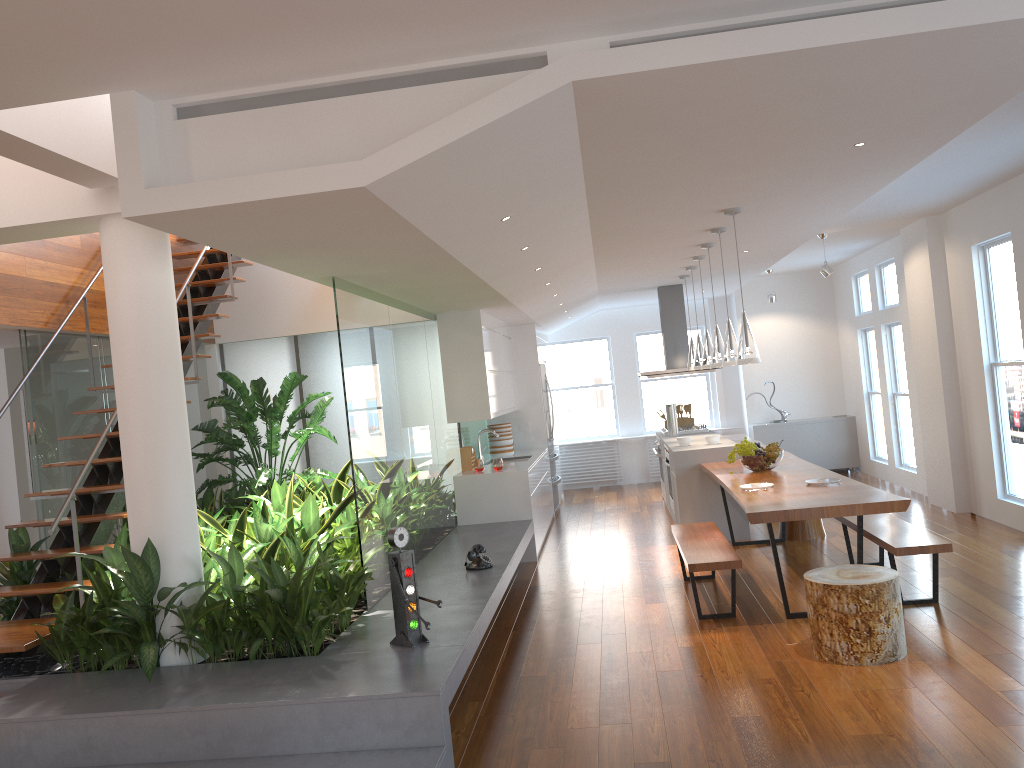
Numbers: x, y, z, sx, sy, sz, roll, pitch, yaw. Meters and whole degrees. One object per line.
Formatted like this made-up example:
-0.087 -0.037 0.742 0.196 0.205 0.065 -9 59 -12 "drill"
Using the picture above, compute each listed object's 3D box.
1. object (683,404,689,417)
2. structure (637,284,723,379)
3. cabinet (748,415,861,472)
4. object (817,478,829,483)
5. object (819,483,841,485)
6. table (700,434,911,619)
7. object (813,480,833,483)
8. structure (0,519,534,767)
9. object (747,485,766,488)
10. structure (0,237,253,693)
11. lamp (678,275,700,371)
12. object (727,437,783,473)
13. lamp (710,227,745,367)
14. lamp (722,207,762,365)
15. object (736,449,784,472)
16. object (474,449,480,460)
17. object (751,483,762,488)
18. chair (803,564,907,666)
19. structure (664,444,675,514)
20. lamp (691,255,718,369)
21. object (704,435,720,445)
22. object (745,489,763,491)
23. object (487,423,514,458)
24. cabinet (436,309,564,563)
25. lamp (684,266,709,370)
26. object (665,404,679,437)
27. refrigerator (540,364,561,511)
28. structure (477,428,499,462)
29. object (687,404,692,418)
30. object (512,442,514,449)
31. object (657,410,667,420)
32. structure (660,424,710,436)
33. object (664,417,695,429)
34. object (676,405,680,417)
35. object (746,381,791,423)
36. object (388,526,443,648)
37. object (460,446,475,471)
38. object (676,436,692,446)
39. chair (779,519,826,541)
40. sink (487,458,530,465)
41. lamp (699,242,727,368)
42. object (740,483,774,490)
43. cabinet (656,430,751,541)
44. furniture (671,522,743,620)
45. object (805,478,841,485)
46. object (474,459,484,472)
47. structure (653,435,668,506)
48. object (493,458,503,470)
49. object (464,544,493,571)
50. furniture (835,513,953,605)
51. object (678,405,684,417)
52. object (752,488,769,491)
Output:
2.107 0.392 10.670 0.068 0.298 0.039 -6 0 6 "object"
1.852 -0.799 10.223 0.909 1.405 0.900 -6 0 6 "structure"
3.869 0.842 11.780 1.309 0.725 0.420 -6 0 6 "cabinet"
2.053 0.640 5.856 0.070 0.030 0.079 -6 0 -40 "object"
2.055 0.645 5.749 0.158 0.017 0.019 -6 0 1 "object"
2.117 1.014 7.901 0.893 0.704 5.996 -6 0 6 "table"
2.054 0.651 5.856 0.124 0.011 0.124 -6 0 -11 "object"
-1.553 1.552 5.862 3.088 0.386 5.584 -6 0 6 "structure"
1.642 0.693 5.949 0.124 0.011 0.124 -6 0 27 "object"
-1.902 -0.504 6.556 2.552 4.265 4.591 -6 0 6 "structure"
1.850 -0.673 9.245 0.160 1.060 0.160 -6 0 33 "lamp"
1.907 0.541 6.914 0.394 0.284 0.292 -6 0 -30 "object"
1.535 -0.659 6.370 0.160 1.060 0.160 -6 0 33 "lamp"
1.457 -0.655 5.652 0.160 1.060 0.160 -6 0 33 "lamp"
1.937 0.601 6.897 0.360 0.159 0.360 -6 0 -30 "object"
-0.375 0.730 8.662 0.100 0.170 0.173 -6 0 8 "object"
1.641 0.683 5.949 0.070 0.030 0.079 -6 0 -30 "object"
1.767 1.181 4.577 0.460 0.400 0.460 -6 0 16 "chair"
1.585 0.942 8.857 0.072 0.648 0.644 -6 0 6 "structure"
1.693 -0.666 7.808 0.160 1.060 0.160 -6 0 33 "lamp"
1.866 0.520 8.245 0.152 0.082 0.152 -6 0 -33 "object"
1.619 0.698 5.849 0.164 0.006 0.017 -6 0 11 "object"
-0.124 0.619 9.691 0.267 0.356 0.266 -6 0 32 "object"
0.024 0.466 10.127 0.676 2.280 4.565 -6 0 6 "cabinet"
1.772 -0.670 8.527 0.160 1.060 0.160 -6 0 33 "lamp"
1.782 0.400 9.804 0.172 0.356 0.120 -6 0 -36 "object"
0.181 0.671 10.858 0.725 1.772 0.908 -6 0 6 "refrigerator"
-0.231 0.723 9.146 0.248 0.536 0.115 -6 0 6 "structure"
2.146 0.388 10.683 0.057 0.294 0.030 -6 0 6 "object"
-0.107 0.703 10.078 0.284 0.196 0.265 -6 0 -42 "object"
1.859 0.434 10.712 0.199 0.259 0.016 -6 0 17 "object"
1.988 0.525 10.243 0.520 0.073 0.650 -6 0 6 "structure"
2.018 0.480 10.687 0.353 0.157 0.084 -6 0 6 "object"
2.012 0.401 10.697 0.061 0.299 0.040 -6 0 4 "object"
3.419 0.240 11.782 0.590 0.563 0.210 -6 0 -23 "object"
-0.465 0.957 4.190 0.318 0.565 0.134 -6 0 43 "object"
-0.419 0.707 8.417 0.104 0.222 0.200 -6 0 6 "object"
1.633 0.544 8.395 0.152 0.082 0.152 -5 0 -44 "object"
2.507 1.104 7.730 0.396 0.455 0.402 -6 0 -4 "chair"
-0.022 0.899 9.095 0.449 0.192 0.666 -6 0 6 "sink"
1.614 -0.662 7.089 0.160 1.060 0.160 -6 0 33 "lamp"
1.642 0.689 5.949 0.222 0.020 0.222 -6 0 -43 "object"
1.932 0.978 9.326 0.597 0.832 2.936 -6 0 6 "cabinet"
1.301 1.247 5.975 0.316 0.389 1.433 -6 0 6 "furniture"
2.053 0.646 5.856 0.222 0.020 0.222 -6 0 -2 "object"
-0.303 0.748 8.132 0.094 0.106 0.094 -6 0 12 "object"
1.988 0.953 10.233 0.649 0.735 0.890 -6 0 6 "structure"
-0.128 0.730 8.066 0.094 0.106 0.094 -6 0 12 "object"
-0.241 1.147 5.893 0.216 0.155 0.181 -6 0 -29 "object"
2.481 1.126 5.845 0.316 0.389 1.433 -6 0 6 "furniture"
2.043 0.398 10.674 0.057 0.299 0.019 -6 0 6 "object"
1.614 0.694 5.817 0.149 0.014 0.044 -6 0 5 "object"
